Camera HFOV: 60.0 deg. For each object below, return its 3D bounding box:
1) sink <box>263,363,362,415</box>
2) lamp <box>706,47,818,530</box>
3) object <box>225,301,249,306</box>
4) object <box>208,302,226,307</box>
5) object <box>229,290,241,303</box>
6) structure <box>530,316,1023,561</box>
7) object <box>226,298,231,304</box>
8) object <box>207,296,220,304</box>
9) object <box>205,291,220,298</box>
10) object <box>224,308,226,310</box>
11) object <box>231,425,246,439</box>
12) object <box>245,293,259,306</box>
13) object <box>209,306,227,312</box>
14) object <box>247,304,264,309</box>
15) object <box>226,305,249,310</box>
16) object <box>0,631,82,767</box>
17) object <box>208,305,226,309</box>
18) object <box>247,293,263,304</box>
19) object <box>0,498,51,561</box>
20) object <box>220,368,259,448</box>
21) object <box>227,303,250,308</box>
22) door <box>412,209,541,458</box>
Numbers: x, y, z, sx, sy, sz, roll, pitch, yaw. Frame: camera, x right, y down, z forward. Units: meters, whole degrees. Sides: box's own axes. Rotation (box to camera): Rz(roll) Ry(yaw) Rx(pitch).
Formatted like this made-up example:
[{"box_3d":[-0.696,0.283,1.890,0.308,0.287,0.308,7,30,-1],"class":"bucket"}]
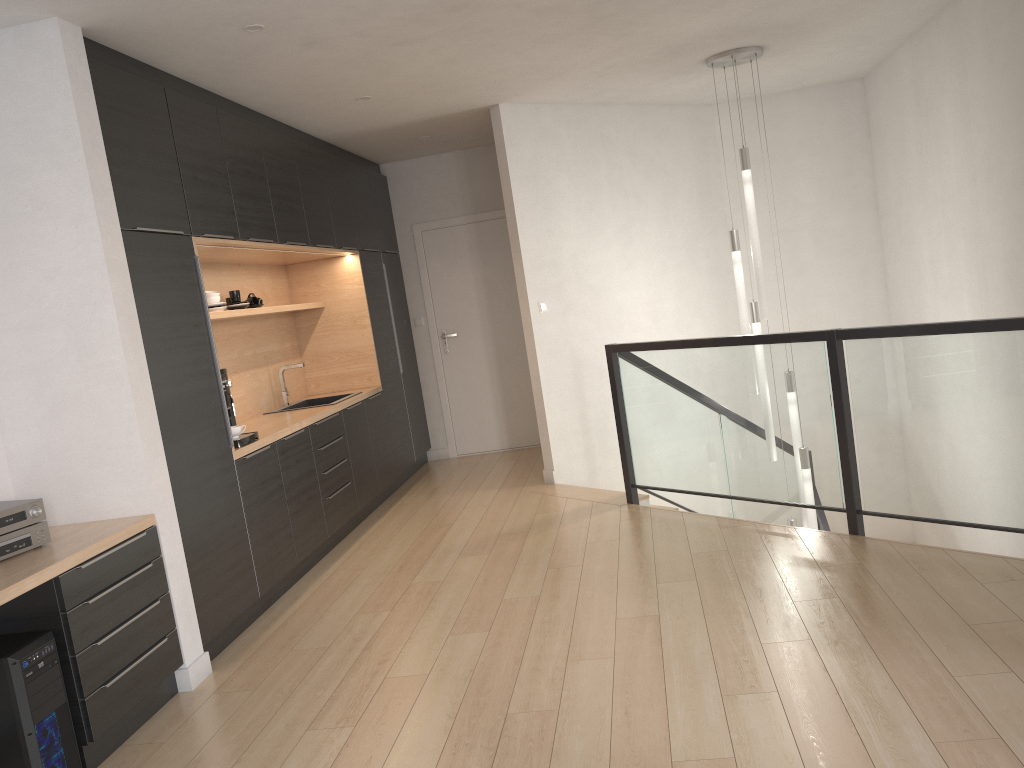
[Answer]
[{"box_3d":[-1.395,0.102,6.251,0.512,0.518,0.626,-8,6,8],"class":"sink"},{"box_3d":[1.575,-1.289,5.848,0.359,6.725,0.359,-3,8,45],"class":"lamp"},{"box_3d":[-1.723,-0.498,5.563,0.145,0.025,0.145,-6,6,22],"class":"object"},{"box_3d":[-1.751,-0.456,5.205,0.145,0.025,0.145,-9,6,-5],"class":"object"},{"box_3d":[-1.730,-0.538,5.551,0.066,0.092,0.084,-11,6,-23],"class":"object"},{"box_3d":[2.661,1.635,5.521,2.823,4.339,4.190,-13,7,-36],"class":"structure"},{"box_3d":[-1.789,-0.511,5.693,0.084,0.092,0.066,-7,6,15],"class":"object"},{"box_3d":[-1.758,-0.481,5.206,0.095,0.057,0.099,-11,6,-19],"class":"object"},{"box_3d":[-1.761,-0.514,5.199,0.098,0.075,0.095,-7,6,20],"class":"object"},{"box_3d":[-1.823,-0.445,5.437,0.145,0.025,0.145,-6,6,22],"class":"object"},{"box_3d":[-1.428,0.249,4.547,0.099,0.057,0.095,-8,6,11],"class":"object"},{"box_3d":[-1.721,-0.545,5.819,0.100,0.093,0.066,-6,6,23],"class":"object"},{"box_3d":[-1.748,-0.433,5.208,0.145,0.025,0.145,-9,6,-5],"class":"object"},{"box_3d":[-1.707,-0.505,5.848,0.145,0.025,0.145,-8,6,11],"class":"object"},{"box_3d":[-1.719,-0.474,5.565,0.145,0.025,0.145,-6,6,22],"class":"object"},{"box_3d":[-1.726,1.127,2.923,0.474,0.527,0.215,-8,6,8],"class":"object"},{"box_3d":[-1.750,-0.443,5.209,0.145,0.025,0.145,-9,6,-5],"class":"object"},{"box_3d":[-1.705,-0.559,5.879,0.100,0.093,0.066,-7,6,18],"class":"object"},{"box_3d":[-1.884,0.540,3.197,0.270,0.174,0.285,-6,6,23],"class":"object"},{"box_3d":[-1.623,0.127,4.732,0.584,0.398,0.618,-8,6,9],"class":"object"},{"box_3d":[-1.719,-0.487,5.567,0.145,0.025,0.145,-6,6,22],"class":"object"},{"box_3d":[-0.254,-0.437,7.949,0.974,2.136,0.085,-8,6,8],"class":"door"}]
